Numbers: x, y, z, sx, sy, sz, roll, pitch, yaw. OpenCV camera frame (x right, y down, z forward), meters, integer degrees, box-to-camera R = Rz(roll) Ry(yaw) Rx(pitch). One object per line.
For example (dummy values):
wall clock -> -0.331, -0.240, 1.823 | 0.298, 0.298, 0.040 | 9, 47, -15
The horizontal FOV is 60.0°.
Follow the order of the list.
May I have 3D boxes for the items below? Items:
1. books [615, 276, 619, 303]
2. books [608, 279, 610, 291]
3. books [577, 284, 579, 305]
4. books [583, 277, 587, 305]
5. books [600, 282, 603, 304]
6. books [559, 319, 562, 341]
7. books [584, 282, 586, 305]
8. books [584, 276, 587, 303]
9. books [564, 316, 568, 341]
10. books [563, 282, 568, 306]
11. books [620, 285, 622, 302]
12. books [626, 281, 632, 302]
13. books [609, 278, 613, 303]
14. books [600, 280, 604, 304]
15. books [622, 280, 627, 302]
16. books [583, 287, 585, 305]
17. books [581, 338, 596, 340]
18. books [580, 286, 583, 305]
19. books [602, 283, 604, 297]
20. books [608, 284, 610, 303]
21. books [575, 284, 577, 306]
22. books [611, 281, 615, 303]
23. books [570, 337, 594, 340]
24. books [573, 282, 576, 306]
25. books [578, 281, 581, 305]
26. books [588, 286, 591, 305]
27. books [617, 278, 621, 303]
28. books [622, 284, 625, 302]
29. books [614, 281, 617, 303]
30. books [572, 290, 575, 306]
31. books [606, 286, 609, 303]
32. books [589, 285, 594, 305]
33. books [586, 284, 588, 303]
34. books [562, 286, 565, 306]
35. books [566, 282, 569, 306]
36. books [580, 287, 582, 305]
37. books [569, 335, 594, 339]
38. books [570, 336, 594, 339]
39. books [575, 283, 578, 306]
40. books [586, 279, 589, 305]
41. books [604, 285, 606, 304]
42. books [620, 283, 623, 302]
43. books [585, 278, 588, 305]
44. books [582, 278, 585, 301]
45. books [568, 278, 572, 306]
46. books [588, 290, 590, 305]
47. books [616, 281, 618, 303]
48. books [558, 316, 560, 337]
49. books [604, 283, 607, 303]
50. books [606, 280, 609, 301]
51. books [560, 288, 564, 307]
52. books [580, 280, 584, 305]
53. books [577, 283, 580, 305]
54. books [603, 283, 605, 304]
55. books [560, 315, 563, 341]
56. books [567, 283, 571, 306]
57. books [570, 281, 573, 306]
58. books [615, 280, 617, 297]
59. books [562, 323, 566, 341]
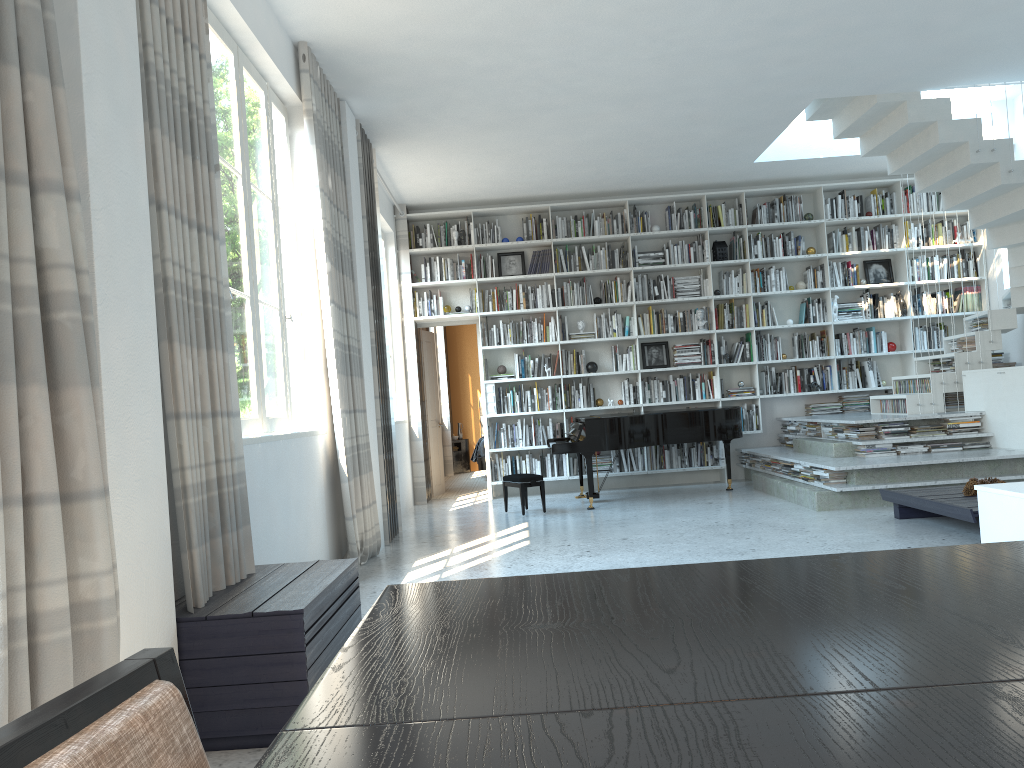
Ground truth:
books -> 1.149, -1.021, 9.722 | 0.006, 0.303, 0.165 | -4, -1, 0
books -> 1.061, -1.001, 9.726 | 0.005, 0.275, 0.157 | -4, -1, 0
books -> 0.717, -0.965, 9.730 | 0.011, 0.256, 0.152 | -4, -1, 0
books -> 0.801, -1.001, 9.737 | 0.005, 0.316, 0.157 | -4, -1, 0
books -> 0.981, -0.984, 9.735 | 0.005, 0.254, 0.161 | -4, -1, 0
books -> 0.530, -0.583, 9.727 | 0.024, 0.257, 0.134 | -4, -1, 0
books -> 0.795, -0.974, 9.724 | 0.010, 0.262, 0.158 | -4, -1, 0
books -> 0.805, -1.009, 9.734 | 0.005, 0.331, 0.161 | -4, -1, 0
books -> 0.596, -0.598, 9.728 | 0.021, 0.278, 0.136 | -4, -1, 0
books -> 0.584, -0.968, 9.724 | 0.026, 0.279, 0.151 | -4, -1, 0
books -> 1.182, -0.999, 9.725 | 0.010, 0.257, 0.140 | -4, -1, 0
books -> 1.277, -0.996, 9.698 | 0.064, 0.237, 0.209 | -4, -1, 0
books -> 1.080, -1.008, 9.737 | 0.033, 0.287, 0.155 | -4, -1, 0
books -> 0.989, -0.995, 9.743 | 0.012, 0.276, 0.129 | -4, -1, 0
books -> 1.233, -1.003, 9.720 | 0.022, 0.257, 0.155 | -4, -1, 0
books -> 0.782, -0.950, 9.743 | 0.012, 0.217, 0.133 | -4, -1, 0
books -> 0.766, -0.477, 9.725 | 0.285, 0.012, 0.159 | -4, -2, -2
books -> 0.760, -0.953, 9.738 | 0.011, 0.226, 0.129 | -4, -1, 0
books -> 0.999, -0.978, 9.739 | 0.005, 0.239, 0.146 | -4, -1, 0
books -> 1.057, -0.971, 9.704 | 0.006, 0.216, 0.181 | -4, -1, 0
books -> 0.695, -0.962, 9.707 | 0.012, 0.251, 0.184 | -4, -1, 0
books -> 1.104, -0.988, 9.703 | 0.013, 0.243, 0.189 | -4, -1, 0
books -> 0.765, -0.489, 9.729 | 0.254, 0.012, 0.161 | -4, -2, 0
books -> 0.685, -0.967, 9.705 | 0.009, 0.263, 0.189 | -4, -1, 0
books -> 0.736, -0.978, 9.720 | 0.011, 0.279, 0.169 | -4, -1, 0
books -> 0.846, -0.955, 9.738 | 0.012, 0.218, 0.151 | -4, -1, 0
books -> 1.165, -1.012, 9.719 | 0.022, 0.284, 0.190 | -4, -1, 0
books -> 1.212, -0.980, 9.729 | 0.024, 0.216, 0.142 | -4, -1, 0
books -> 1.129, -0.994, 9.727 | 0.017, 0.253, 0.139 | -4, -1, 0
books -> 0.670, -0.927, 9.729 | 0.029, 0.186, 0.149 | -4, -1, 0
books -> 1.041, -0.961, 9.728 | 0.011, 0.200, 0.162 | -4, -1, 0
books -> 0.870, -0.964, 9.729 | 0.031, 0.232, 0.148 | -4, -1, 0
books -> 0.817, -0.986, 9.730 | 0.004, 0.284, 0.166 | -4, -1, 0
books -> 0.567, -0.946, 9.731 | 0.012, 0.240, 0.134 | -4, -1, 0
books -> 0.602, -0.968, 9.721 | 0.012, 0.276, 0.157 | -4, -1, 0
books -> 0.749, -0.944, 9.713 | 0.011, 0.209, 0.181 | -4, -1, 0
books -> 0.763, -0.514, 9.719 | 0.254, 0.012, 0.161 | -4, -2, -5
books -> 0.764, -0.502, 9.721 | 0.254, 0.012, 0.161 | -4, -2, -4
books -> 0.706, -0.967, 9.731 | 0.010, 0.261, 0.169 | -4, -1, 0
books -> 0.824, -0.989, 9.712 | 0.011, 0.287, 0.189 | -4, -1, 0
books -> 1.013, -0.967, 9.732 | 0.013, 0.216, 0.149 | -4, -1, 0
books -> 1.194, -0.986, 9.729 | 0.011, 0.229, 0.165 | -4, -1, 0
books -> 0.811, -0.997, 9.733 | 0.005, 0.305, 0.162 | -4, -1, 0
books -> 0.786, -1.003, 9.731 | 0.004, 0.321, 0.153 | -4, -1, 0
books -> 0.636, -0.990, 9.735 | 0.011, 0.317, 0.154 | -4, -1, 0
books -> 0.835, -0.964, 9.745 | 0.009, 0.237, 0.134 | -4, -1, 0
books -> 1.145, -0.995, 9.720 | 0.006, 0.253, 0.180 | -4, -1, 0
books -> 0.512, -0.596, 9.733 | 0.012, 0.285, 0.159 | -4, -1, 0
books -> 1.022, -0.979, 9.706 | 0.005, 0.236, 0.178 | -4, -1, 0
books -> 1.048, -0.995, 9.737 | 0.009, 0.266, 0.149 | -4, -1, 0
books -> 0.549, -0.935, 9.744 | 0.024, 0.219, 0.140 | -4, -1, 0
books -> 0.768, -0.987, 9.718 | 0.011, 0.291, 0.176 | -4, -1, 0
books -> 0.726, -0.969, 9.714 | 0.009, 0.261, 0.180 | -4, -1, 0
books -> 1.003, -0.979, 9.715 | 0.005, 0.240, 0.173 | -4, -1, 0
books -> 0.546, -0.604, 9.745 | 0.011, 0.298, 0.135 | -4, -1, 0
books -> 0.620, -0.962, 9.721 | 0.024, 0.262, 0.177 | -4, -1, 0
books -> 0.647, -0.975, 9.713 | 0.010, 0.283, 0.184 | -4, -1, 0
books -> 1.139, -1.001, 9.726 | 0.004, 0.265, 0.142 | -4, -1, 0
books -> 0.572, -0.562, 9.733 | 0.034, 0.209, 0.136 | -4, -1, 0
